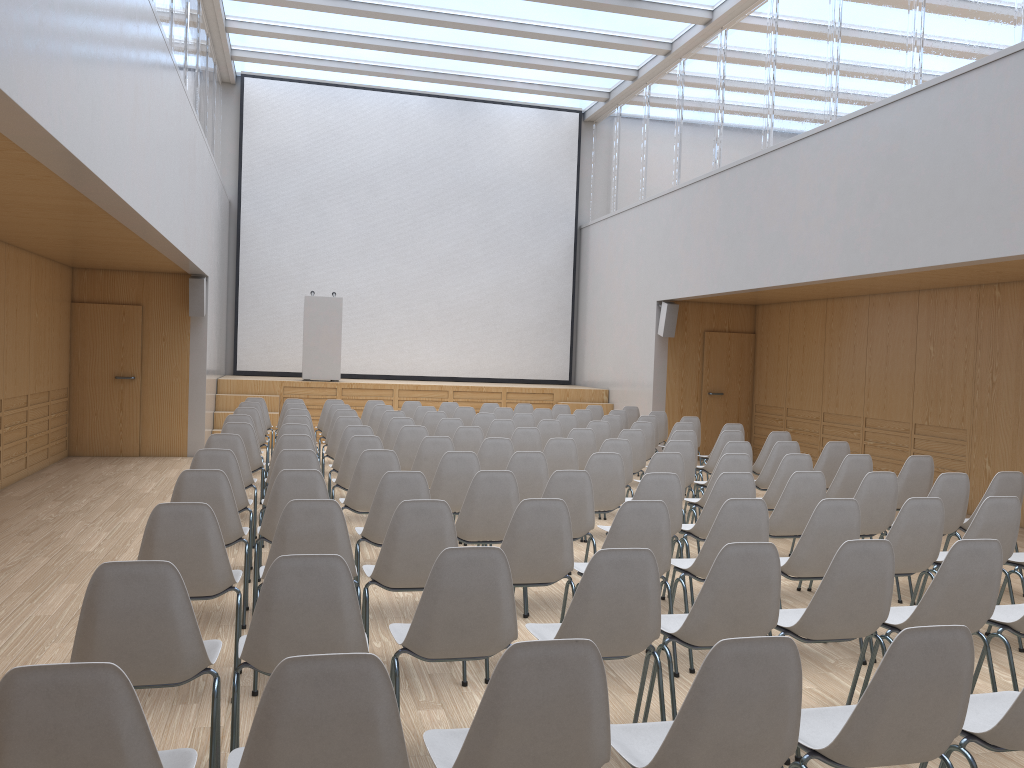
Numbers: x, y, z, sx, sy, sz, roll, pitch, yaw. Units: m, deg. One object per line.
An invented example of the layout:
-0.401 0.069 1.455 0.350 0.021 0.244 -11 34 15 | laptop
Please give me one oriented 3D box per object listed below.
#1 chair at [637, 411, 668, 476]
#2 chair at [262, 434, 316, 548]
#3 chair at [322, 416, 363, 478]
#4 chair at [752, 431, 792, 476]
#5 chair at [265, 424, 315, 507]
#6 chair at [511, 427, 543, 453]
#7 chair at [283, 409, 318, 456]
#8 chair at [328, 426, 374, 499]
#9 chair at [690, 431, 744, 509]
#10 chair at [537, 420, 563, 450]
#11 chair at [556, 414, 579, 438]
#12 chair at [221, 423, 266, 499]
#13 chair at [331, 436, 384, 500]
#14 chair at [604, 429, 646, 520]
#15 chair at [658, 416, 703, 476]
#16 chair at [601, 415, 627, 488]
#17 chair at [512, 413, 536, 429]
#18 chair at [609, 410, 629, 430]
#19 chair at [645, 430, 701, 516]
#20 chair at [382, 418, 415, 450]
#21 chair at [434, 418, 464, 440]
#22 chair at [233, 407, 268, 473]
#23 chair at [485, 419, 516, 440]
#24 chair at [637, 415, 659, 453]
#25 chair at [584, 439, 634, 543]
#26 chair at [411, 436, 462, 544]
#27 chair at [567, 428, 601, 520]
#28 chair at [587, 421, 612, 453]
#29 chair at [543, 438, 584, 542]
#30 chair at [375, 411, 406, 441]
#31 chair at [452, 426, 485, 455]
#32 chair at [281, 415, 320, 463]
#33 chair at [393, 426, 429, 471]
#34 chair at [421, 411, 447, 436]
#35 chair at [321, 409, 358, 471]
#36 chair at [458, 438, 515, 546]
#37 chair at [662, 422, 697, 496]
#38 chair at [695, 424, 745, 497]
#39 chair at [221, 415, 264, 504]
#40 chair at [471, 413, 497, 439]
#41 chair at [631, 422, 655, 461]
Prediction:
1.862 0.786 12.008 0.479 0.876 0.505 2 2 -14 | chair
-1.729 0.813 7.033 0.479 0.876 0.505 2 2 -14 | chair
-1.700 0.749 9.083 0.479 0.876 0.505 2 2 -14 | chair
2.614 0.904 9.149 0.479 0.876 0.505 2 2 -14 | chair
-1.966 0.774 7.985 0.479 0.876 0.505 2 2 -14 | chair
0.066 0.831 8.520 0.479 0.876 0.505 2 2 -14 | chair
-2.403 0.698 9.893 0.479 0.876 0.505 2 2 -14 | chair
-1.422 0.792 8.038 0.479 0.876 0.505 2 2 -14 | chair
2.107 0.889 9.039 0.479 0.876 0.505 2 2 -14 | chair
0.328 0.806 9.627 0.479 0.876 0.505 2 2 -14 | chair
0.573 0.782 10.650 0.479 0.876 0.505 2 2 -14 | chair
-2.435 0.760 7.894 0.479 0.876 0.505 2 2 -14 | chair
-1.213 0.828 7.145 0.479 0.876 0.505 2 2 -14 | chair
1.075 0.861 8.737 0.479 0.876 0.505 2 2 -14 | chair
2.105 0.824 11.081 0.479 0.876 0.505 2 2 -14 | chair
1.120 0.797 10.831 0.479 0.876 0.505 2 2 -14 | chair
0.064 0.766 10.581 0.479 0.876 0.505 2 2 -14 | chair
1.326 0.769 11.933 0.479 0.876 0.505 2 2 -14 | chair
1.598 0.877 8.849 0.479 0.876 0.505 2 2 -14 | chair
-1.181 0.765 9.173 0.479 0.876 0.505 2 2 -14 | chair
-0.696 0.778 9.318 0.479 0.876 0.505 2 2 -14 | chair
-2.940 0.681 9.817 0.479 0.876 0.505 2 2 -14 | chair
-0.169 0.794 9.430 0.479 0.876 0.505 2 2 -14 | chair
1.572 0.808 10.974 0.479 0.876 0.505 2 2 -14 | chair
0.800 0.885 7.657 0.479 0.876 0.505 2 2 -14 | chair
-0.670 0.843 7.312 0.479 0.876 0.505 2 2 -14 | chair
0.590 0.847 8.634 0.479 0.876 0.505 2 2 -14 | chair
0.857 0.822 9.733 0.479 0.876 0.505 2 2 -14 | chair
0.334 0.871 7.557 0.479 0.876 0.505 2 2 -14 | chair
-1.393 0.726 10.172 0.479 0.876 0.505 2 2 -14 | chair
-0.466 0.816 8.395 0.479 0.876 0.505 2 2 -14 | chair
-2.189 0.735 8.977 0.479 0.876 0.505 2 2 -14 | chair
-0.959 0.803 8.240 0.479 0.876 0.505 2 2 -14 | chair
-0.938 0.738 10.307 0.479 0.876 0.505 2 2 -14 | chair
-1.917 0.710 10.087 0.479 0.876 0.505 2 2 -14 | chair
-0.191 0.858 7.363 0.479 0.876 0.505 2 2 -14 | chair
1.823 0.848 10.007 0.479 0.876 0.505 2 2 -14 | chair
2.381 0.866 10.078 0.479 0.876 0.505 2 2 -14 | chair
-2.702 0.722 8.786 0.479 0.876 0.505 2 2 -14 | chair
-0.375 0.757 10.366 0.479 0.876 0.505 2 2 -14 | chair
1.340 0.836 9.835 0.479 0.876 0.505 2 2 -14 | chair
